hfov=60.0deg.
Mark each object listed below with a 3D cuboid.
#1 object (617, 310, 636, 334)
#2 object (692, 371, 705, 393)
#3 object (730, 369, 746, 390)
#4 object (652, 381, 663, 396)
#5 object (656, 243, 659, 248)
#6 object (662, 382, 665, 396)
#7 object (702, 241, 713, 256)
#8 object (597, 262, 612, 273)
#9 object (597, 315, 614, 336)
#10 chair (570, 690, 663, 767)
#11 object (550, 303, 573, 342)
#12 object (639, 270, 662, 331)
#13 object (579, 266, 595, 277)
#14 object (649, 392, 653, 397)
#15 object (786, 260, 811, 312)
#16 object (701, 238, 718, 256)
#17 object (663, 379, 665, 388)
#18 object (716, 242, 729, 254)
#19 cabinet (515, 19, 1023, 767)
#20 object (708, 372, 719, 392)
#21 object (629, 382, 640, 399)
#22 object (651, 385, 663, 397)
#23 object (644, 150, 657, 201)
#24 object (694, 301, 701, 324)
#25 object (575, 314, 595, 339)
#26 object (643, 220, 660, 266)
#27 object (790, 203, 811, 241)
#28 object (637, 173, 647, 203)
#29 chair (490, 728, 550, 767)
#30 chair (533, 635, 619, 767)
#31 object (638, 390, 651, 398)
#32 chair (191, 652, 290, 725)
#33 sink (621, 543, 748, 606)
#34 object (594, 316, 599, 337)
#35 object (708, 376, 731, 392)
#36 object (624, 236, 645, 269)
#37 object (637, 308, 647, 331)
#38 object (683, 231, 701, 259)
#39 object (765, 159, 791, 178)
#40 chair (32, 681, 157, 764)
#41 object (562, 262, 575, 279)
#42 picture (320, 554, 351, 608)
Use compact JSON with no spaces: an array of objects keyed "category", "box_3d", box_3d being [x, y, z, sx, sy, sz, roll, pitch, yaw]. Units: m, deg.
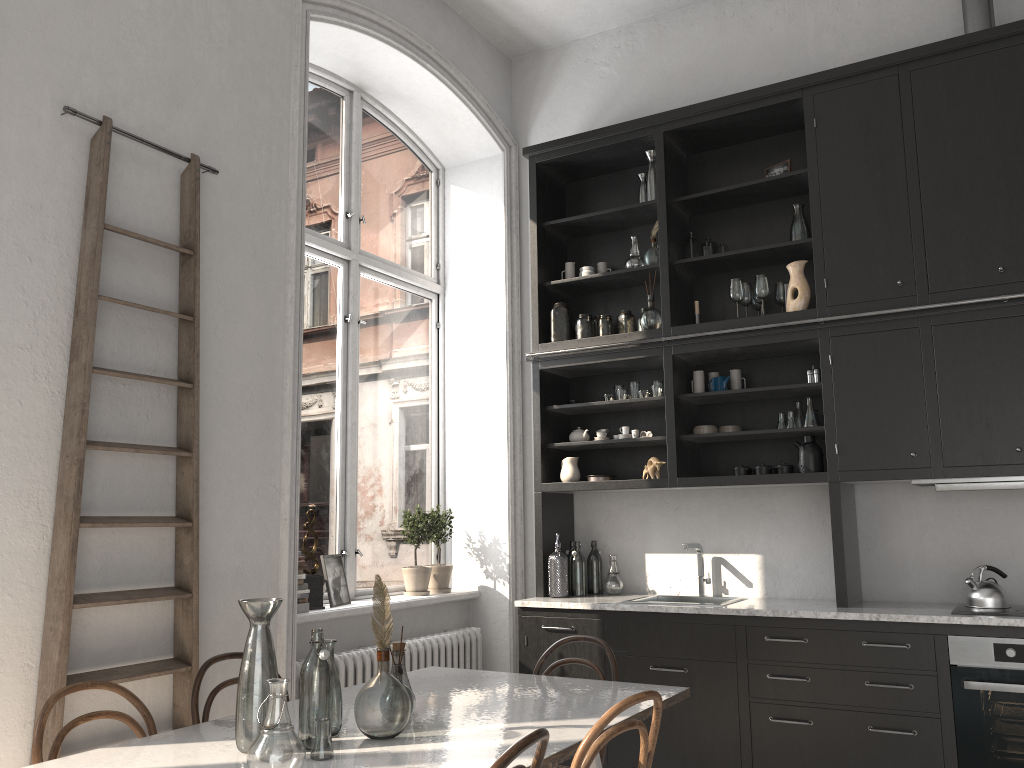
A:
[{"category":"object","box_3d":[0.660,-0.329,5.129,0.092,0.184,0.092,8,-12,-44]},{"category":"object","box_3d":[1.012,0.001,4.810,0.059,0.135,0.082,-1,-9,-2]},{"category":"object","box_3d":[1.218,-0.007,4.780,0.082,0.135,0.059,-3,-9,13]},{"category":"object","box_3d":[0.813,0.038,4.940,0.060,0.107,0.061,-1,-9,3]},{"category":"object","box_3d":[0.862,-0.722,5.143,0.075,0.194,0.075,-1,-9,-1]},{"category":"object","box_3d":[0.839,0.048,5.004,0.060,0.107,0.061,-5,-10,28]},{"category":"object","box_3d":[1.072,-0.726,4.866,0.053,0.124,0.041,0,-9,-3]},{"category":"object","box_3d":[0.548,-0.657,5.296,0.059,0.135,0.082,6,-11,-36]},{"category":"object","box_3d":[0.536,-0.316,5.088,0.096,0.150,0.097,-4,-9,19]},{"category":"chair","box_3d":[0.137,1.279,2.384,0.549,0.919,0.438,-8,-11,41]},{"category":"object","box_3d":[0.287,-0.348,5.154,0.118,0.238,0.118,-3,-9,16]},{"category":"object","box_3d":[0.765,-0.458,4.876,0.134,0.357,0.134,1,-9,-15]},{"category":"object","box_3d":[0.447,-0.640,5.269,0.096,0.095,0.096,3,-10,-25]},{"category":"object","box_3d":[0.763,0.076,4.981,0.072,0.047,0.072,5,-10,-31]},{"category":"object","box_3d":[1.446,-0.484,4.482,0.094,0.266,0.116,2,-9,-18]},{"category":"object","box_3d":[1.109,-0.734,4.988,0.065,0.176,0.084,6,-11,-37]},{"category":"object","box_3d":[0.861,0.025,4.858,0.060,0.107,0.061,-2,-9,8]},{"category":"object","box_3d":[1.160,-0.722,4.889,0.044,0.121,0.058,5,-10,-32]},{"category":"cabinet","box_3d":[1.543,0.221,4.327,3.252,3.578,0.635,-6,-10,30]},{"category":"object","box_3d":[1.101,0.006,4.855,0.082,0.135,0.059,5,-10,-31]},{"category":"object","box_3d":[0.688,0.044,4.963,0.060,0.107,0.060,5,-10,-32]},{"category":"object","box_3d":[0.795,0.046,4.863,0.064,0.069,0.064,-4,-9,23]},{"category":"object","box_3d":[0.810,-1.165,5.076,0.100,0.330,0.097,-5,-10,26]},{"category":"object","box_3d":[1.002,-0.375,4.795,0.123,0.161,0.123,-8,-11,39]},{"category":"object","box_3d":[0.421,-0.317,5.093,0.114,0.155,0.114,-7,-10,33]},{"category":"object","box_3d":[0.800,-0.811,5.004,0.123,0.340,0.119,7,-11,-40]},{"category":"object","box_3d":[1.526,-0.824,4.702,0.110,0.254,0.100,0,-9,-4]},{"category":"object","box_3d":[0.765,-1.103,5.153,0.070,0.231,0.067,-5,-10,26]},{"category":"chair","box_3d":[-0.190,1.207,1.903,0.549,0.919,0.438,-5,-10,26]},{"category":"chair","box_3d":[0.126,1.406,3.193,0.438,0.919,0.549,-9,-12,42]},{"category":"object","box_3d":[0.731,0.064,4.903,0.071,0.047,0.072,3,-10,-22]},{"category":"chair","box_3d":[-0.775,1.373,2.906,0.549,0.919,0.438,-7,-11,37]},{"category":"sink","box_3d":[0.910,1.089,4.615,0.526,0.504,0.514,-6,-10,30]},{"category":"object","box_3d":[0.518,-0.306,5.235,0.092,0.184,0.092,0,-9,-4]},{"category":"object","box_3d":[1.110,0.011,4.745,0.082,0.093,0.140,0,-9,-5]},{"category":"object","box_3d":[0.707,-0.735,5.086,0.132,0.219,0.132,-1,-9,5]},{"category":"object","box_3d":[0.757,-0.340,5.066,0.082,0.185,0.082,-6,-10,31]},{"category":"object","box_3d":[1.000,-0.754,4.925,0.084,0.199,0.065,6,-11,-37]},{"category":"object","box_3d":[1.436,-1.118,4.759,0.056,0.121,0.167,5,-11,-34]},{"category":"chair","box_3d":[-0.997,1.293,2.377,0.549,0.919,0.438,-5,-10,28]},{"category":"object","box_3d":[0.342,-0.653,5.305,0.059,0.135,0.082,5,-10,-31]},{"category":"picture","box_3d":[-0.938,1.011,4.558,0.149,0.264,0.222,-3,-9,14]}]
